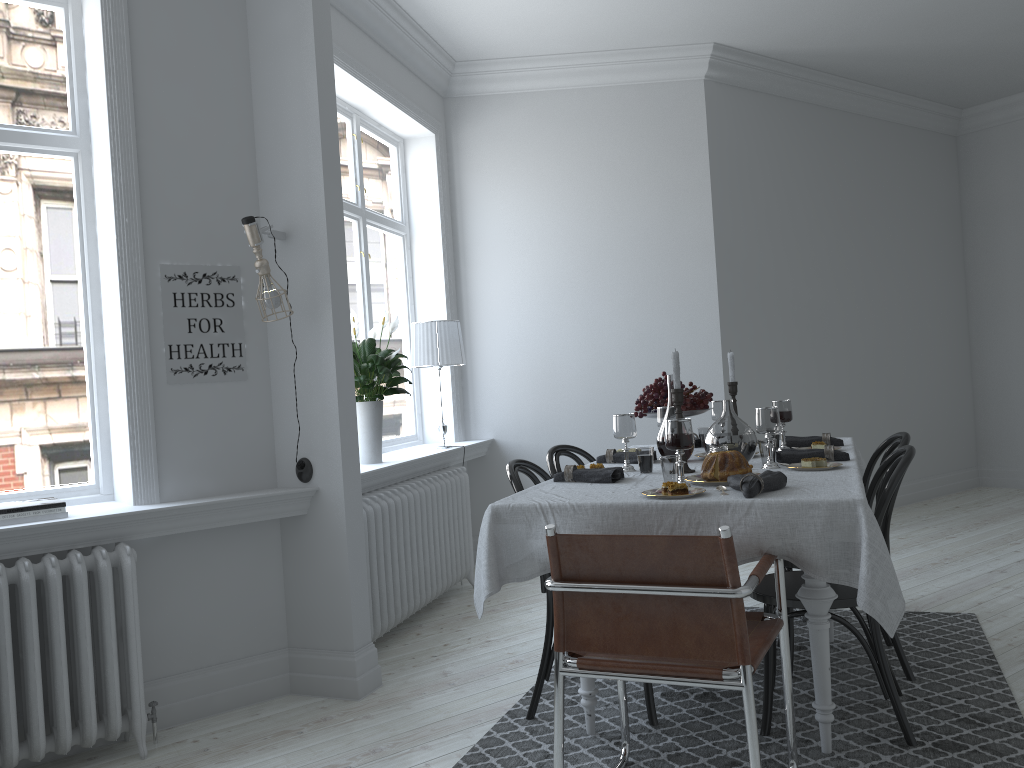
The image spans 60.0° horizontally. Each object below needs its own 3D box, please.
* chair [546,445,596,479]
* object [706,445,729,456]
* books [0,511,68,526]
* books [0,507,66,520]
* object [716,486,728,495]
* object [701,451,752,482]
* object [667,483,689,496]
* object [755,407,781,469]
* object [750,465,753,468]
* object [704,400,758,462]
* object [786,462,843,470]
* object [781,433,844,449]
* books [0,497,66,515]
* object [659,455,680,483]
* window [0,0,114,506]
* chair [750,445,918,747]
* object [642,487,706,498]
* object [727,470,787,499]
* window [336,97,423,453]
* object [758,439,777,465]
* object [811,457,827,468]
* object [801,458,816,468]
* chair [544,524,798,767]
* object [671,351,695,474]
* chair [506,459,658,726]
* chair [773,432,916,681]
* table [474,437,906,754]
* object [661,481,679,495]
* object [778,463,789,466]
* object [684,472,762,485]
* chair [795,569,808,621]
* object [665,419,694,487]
[{"bbox_3d":[0.464,0.713,3.853,0.564,0.909,0.463,-4,0,32],"label":"chair"},{"bbox_3d":[0.702,0.258,3.001,0.091,0.101,0.091,-4,0,8],"label":"object"},{"bbox_3d":[-1.750,0.467,3.074,0.343,0.019,0.254,-4,0,-37],"label":"books"},{"bbox_3d":[-1.757,0.448,3.072,0.337,0.019,0.254,-4,0,-39],"label":"books"},{"bbox_3d":[0.613,0.309,2.575,0.031,0.012,0.131,-4,0,6],"label":"object"},{"bbox_3d":[0.684,0.261,2.812,0.164,0.105,0.191,-4,0,-17],"label":"object"},{"bbox_3d":[0.478,0.303,2.547,0.057,0.041,0.038,-4,0,-3],"label":"object"},{"bbox_3d":[0.902,0.190,3.113,0.083,0.215,0.083,-4,0,-32],"label":"object"},{"bbox_3d":[0.760,0.287,3.104,0.167,0.031,0.031,-4,0,-2],"label":"object"},{"bbox_3d":[0.808,0.181,3.289,0.194,0.245,0.194,-4,0,36],"label":"object"},{"bbox_3d":[1.027,0.281,3.016,0.182,0.013,0.182,-4,0,-22],"label":"object"},{"bbox_3d":[1.286,0.242,3.835,0.247,0.061,0.165,-4,0,3],"label":"object"},{"bbox_3d":[-1.761,0.431,3.081,0.341,0.016,0.274,-4,0,-35],"label":"books"},{"bbox_3d":[0.501,0.275,2.792,0.066,0.094,0.066,-4,0,42],"label":"object"},{"bbox_3d":[-2.356,-0.504,3.044,1.716,2.080,0.061,-4,0,-37],"label":"window"},{"bbox_3d":[1.084,0.672,2.996,0.564,0.909,0.463,-4,0,17],"label":"chair"},{"bbox_3d":[0.470,0.318,2.575,0.182,0.013,0.182,-4,0,-37],"label":"object"},{"bbox_3d":[0.721,0.279,2.533,0.165,0.061,0.247,-4,0,3],"label":"object"},{"bbox_3d":[-0.968,-0.595,4.915,0.061,2.080,2.079,-4,0,16],"label":"window"},{"bbox_3d":[0.926,0.247,3.209,0.066,0.094,0.066,-4,0,42],"label":"object"},{"bbox_3d":[1.040,0.268,3.013,0.057,0.037,0.021,-4,0,44],"label":"object"},{"bbox_3d":[1.007,0.270,3.010,0.021,0.037,0.057,-4,0,-19],"label":"object"},{"bbox_3d":[0.439,0.751,2.396,0.546,0.837,0.593,-4,0,25],"label":"chair"},{"bbox_3d":[0.594,0.099,3.156,0.089,0.432,0.089,-4,0,-14],"label":"object"},{"bbox_3d":[0.291,0.724,3.301,0.564,0.909,0.463,-4,0,17],"label":"chair"},{"bbox_3d":[1.304,0.658,3.523,0.564,0.909,0.463,-4,0,12],"label":"chair"},{"bbox_3d":[0.794,0.720,3.391,1.210,0.842,2.179,-4,0,20],"label":"table"},{"bbox_3d":[0.465,0.305,2.603,0.051,0.039,0.036,-4,0,3],"label":"object"},{"bbox_3d":[1.008,0.283,3.138,0.131,0.012,0.031,-4,0,21],"label":"object"},{"bbox_3d":[0.676,0.303,2.815,0.251,0.018,0.251,-4,0,-37],"label":"object"},{"bbox_3d":[1.124,0.706,4.406,0.546,0.837,0.593,-4,0,8],"label":"chair"},{"bbox_3d":[0.512,0.216,2.696,0.083,0.215,0.083,-4,0,-32],"label":"object"}]
